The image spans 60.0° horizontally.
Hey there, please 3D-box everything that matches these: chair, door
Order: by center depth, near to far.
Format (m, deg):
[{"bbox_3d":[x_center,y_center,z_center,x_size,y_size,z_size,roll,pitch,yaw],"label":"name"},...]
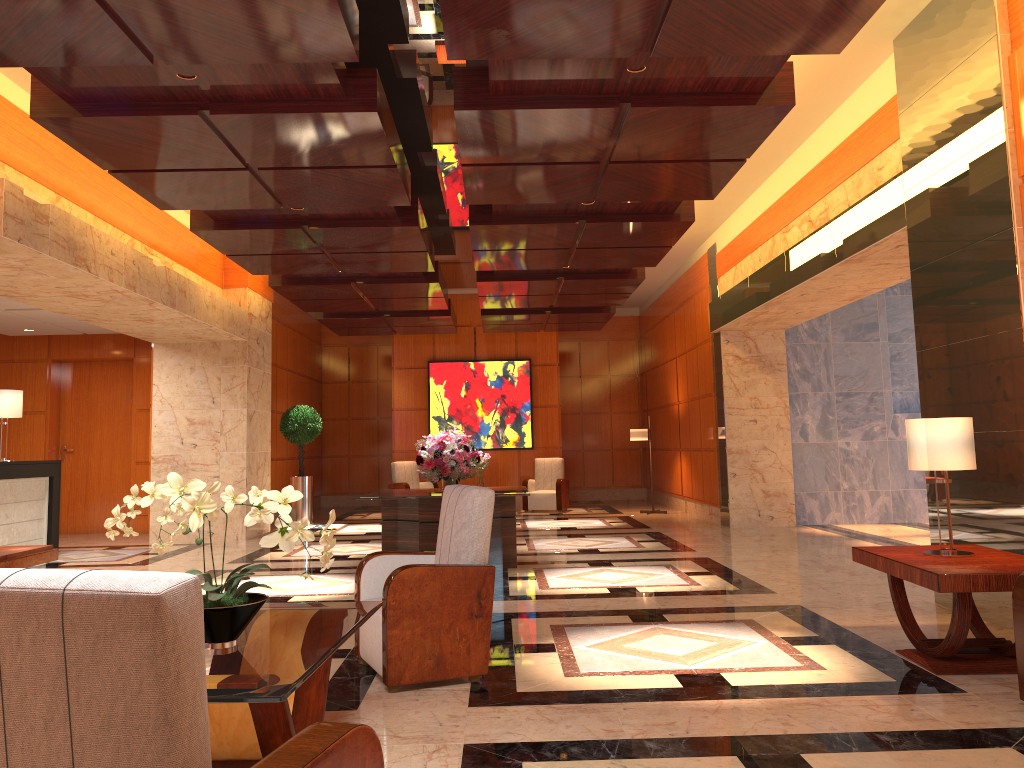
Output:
[{"bbox_3d":[-0.719,0.826,1.770,0.737,0.965,0.626,-3,-6,18],"label":"chair"},{"bbox_3d":[2.479,0.875,3.494,0.628,0.965,0.735,-1,-6,-2],"label":"chair"},{"bbox_3d":[-0.466,1.035,4.739,0.628,0.965,0.735,1,-6,-22],"label":"chair"},{"bbox_3d":[-6.434,0.958,13.678,1.286,2.708,0.339,-1,-6,-1],"label":"door"},{"bbox_3d":[-1.810,1.892,16.151,0.737,0.965,0.627,4,-8,-42],"label":"chair"},{"bbox_3d":[0.623,1.838,16.197,0.737,0.965,0.626,-3,-6,18],"label":"chair"}]

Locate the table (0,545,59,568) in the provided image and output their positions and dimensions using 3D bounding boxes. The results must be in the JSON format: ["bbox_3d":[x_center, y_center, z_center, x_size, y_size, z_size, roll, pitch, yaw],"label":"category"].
[{"bbox_3d":[-3.329,1.321,5.165,0.725,0.609,1.265,-1,-5,-1],"label":"table"}]

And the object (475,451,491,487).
[{"bbox_3d":[-0.513,1.373,14.225,0.350,0.598,0.325,-3,-6,19],"label":"object"}]

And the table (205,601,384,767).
[{"bbox_3d":[-0.962,1.182,3.223,0.722,0.498,1.554,-2,-4,2],"label":"table"}]

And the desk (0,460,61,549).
[{"bbox_3d":[-5.942,1.404,9.311,0.941,1.146,2.915,-1,-4,-1],"label":"desk"}]

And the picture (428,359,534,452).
[{"bbox_3d":[-0.606,0.403,16.979,1.996,1.744,0.056,-1,-6,-1],"label":"picture"}]

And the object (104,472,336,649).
[{"bbox_3d":[-1.030,0.620,3.166,0.788,0.620,0.416,1,-6,-24],"label":"object"}]

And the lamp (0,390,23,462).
[{"bbox_3d":[-5.906,0.488,10.291,0.372,0.824,0.371,-4,-7,24],"label":"lamp"}]

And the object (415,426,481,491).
[{"bbox_3d":[-0.649,0.755,8.994,0.650,0.661,0.677,0,-5,-10],"label":"object"}]

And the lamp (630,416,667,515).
[{"bbox_3d":[2.304,1.377,15.136,0.526,1.668,0.358,0,-6,-11],"label":"lamp"}]

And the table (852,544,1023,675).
[{"bbox_3d":[2.364,1.182,4.646,0.725,0.536,1.163,-2,-5,2],"label":"table"}]

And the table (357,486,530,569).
[{"bbox_3d":[-0.634,1.457,8.934,1.600,0.748,1.594,-1,-5,-1],"label":"table"}]

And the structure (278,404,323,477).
[{"bbox_3d":[-3.466,1.180,14.540,0.721,1.720,0.719,1,-7,-23],"label":"structure"}]
